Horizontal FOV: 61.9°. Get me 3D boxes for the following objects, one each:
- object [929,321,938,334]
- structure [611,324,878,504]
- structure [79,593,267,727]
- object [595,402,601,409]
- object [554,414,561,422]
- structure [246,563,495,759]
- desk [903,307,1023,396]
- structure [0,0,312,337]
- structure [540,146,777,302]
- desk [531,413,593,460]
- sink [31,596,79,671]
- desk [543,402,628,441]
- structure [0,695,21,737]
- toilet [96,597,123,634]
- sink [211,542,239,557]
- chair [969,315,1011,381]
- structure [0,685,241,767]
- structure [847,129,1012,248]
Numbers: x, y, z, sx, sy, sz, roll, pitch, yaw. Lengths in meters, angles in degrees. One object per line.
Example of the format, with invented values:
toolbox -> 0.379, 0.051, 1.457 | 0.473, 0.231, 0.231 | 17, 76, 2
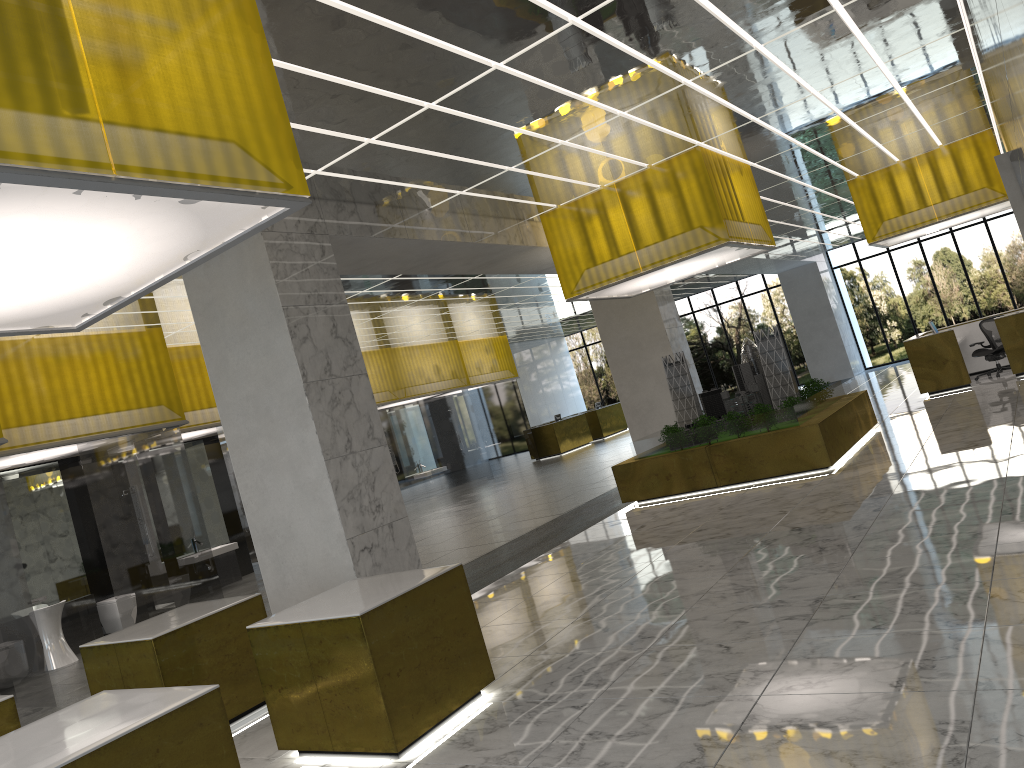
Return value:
object -> 11.463, -1.409, 22.821 | 0.581, 0.670, 0.707 | -18, -4, 33
structure -> 4.625, 0.348, 17.529 | 4.083, 2.580, 4.855 | -17, -3, 33
structure -> -3.480, 3.079, 9.093 | 1.440, 1.178, 1.361 | -18, -4, 34
object -> 4.457, 1.311, 44.403 | 0.581, 0.670, 0.707 | -18, -4, 33
object -> 2.096, 1.809, 40.555 | 0.581, 0.670, 0.707 | -18, -4, 33
structure -> -1.191, 2.392, 7.388 | 1.440, 1.178, 1.361 | -18, -4, 34
desk -> 12.395, -0.937, 22.194 | 3.393, 1.513, 3.285 | -17, -3, 34
structure -> -3.884, -1.817, 5.901 | 3.432, 2.278, 3.059 | -18, -4, 34
structure -> 2.848, -3.237, 16.875 | 3.433, 2.278, 3.060 | -18, -4, 34
desk -> 1.575, 2.719, 41.059 | 3.393, 1.513, 3.285 | -17, -3, 34
sink -> -8.639, 4.740, 16.121 | 0.770, 1.466, 0.638 | -19, -5, 34
desk -> 3.915, 2.225, 44.874 | 3.393, 1.513, 3.285 | -17, -3, 34
structure -> -4.862, 3.371, 6.839 | 1.440, 1.178, 1.361 | -18, -4, 34
toilet -> -8.286, 4.851, 18.004 | 0.886, 0.696, 0.481 | -18, -4, 35
sink -> -7.632, 4.168, 21.243 | 0.923, 1.057, 1.308 | -18, -4, 33
chair -> 12.429, -0.960, 22.000 | 0.987, 1.500, 1.171 | -13, -5, -33
structure -> -2.576, 2.684, 5.131 | 1.440, 1.178, 1.361 | -18, -4, 34
structure -> 11.078, -5.262, 22.617 | 3.432, 2.278, 2.941 | -18, -4, 34
